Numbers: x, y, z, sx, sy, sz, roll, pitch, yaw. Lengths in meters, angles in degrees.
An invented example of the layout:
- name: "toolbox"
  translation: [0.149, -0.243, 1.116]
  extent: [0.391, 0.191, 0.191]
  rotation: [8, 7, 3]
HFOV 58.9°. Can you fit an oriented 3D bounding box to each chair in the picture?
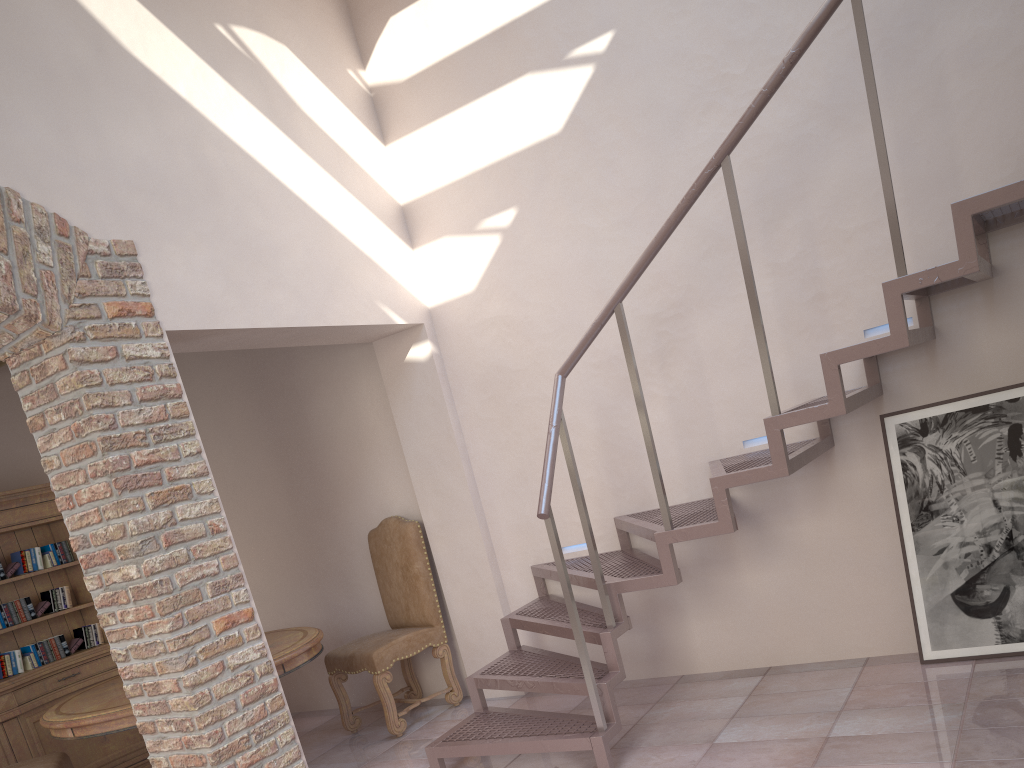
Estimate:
- name: "chair"
  translation: [-0.799, 1.477, 5.565]
  extent: [0.546, 1.289, 0.617]
  rotation: [-6, 12, 45]
- name: "chair"
  translation: [-2.546, 1.855, 4.392]
  extent: [0.630, 1.289, 0.534]
  rotation: [-17, 9, -19]

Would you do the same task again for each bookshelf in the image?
- name: "bookshelf"
  translation: [-3.218, 1.719, 5.439]
  extent: [0.491, 2.065, 1.945]
  rotation: [-8, 6, 31]

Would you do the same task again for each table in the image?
- name: "table"
  translation: [-1.707, 1.950, 5.099]
  extent: [1.524, 0.767, 1.484]
  rotation: [-15, -1, 6]

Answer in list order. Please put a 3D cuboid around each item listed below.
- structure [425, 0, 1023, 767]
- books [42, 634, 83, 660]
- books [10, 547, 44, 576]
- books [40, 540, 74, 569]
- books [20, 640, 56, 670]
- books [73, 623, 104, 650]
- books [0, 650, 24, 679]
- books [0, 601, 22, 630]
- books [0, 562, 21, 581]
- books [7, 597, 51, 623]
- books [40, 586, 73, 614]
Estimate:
- name: "structure"
  translation: [-0.266, -0.004, 1.231]
  extent: [3.826, 3.317, 6.937]
  rotation: [-13, 0, 31]
- name: "books"
  translation: [-2.937, 1.714, 5.949]
  extent: [0.124, 0.151, 0.217]
  rotation: [-12, 2, 31]
- name: "books"
  translation: [-3.103, 1.137, 5.806]
  extent: [0.124, 0.154, 0.156]
  rotation: [-11, 4, 31]
- name: "books"
  translation: [-3.010, 1.124, 5.965]
  extent: [0.137, 0.148, 0.175]
  rotation: [-12, 3, 29]
- name: "books"
  translation: [-3.038, 1.728, 5.781]
  extent: [0.137, 0.148, 0.175]
  rotation: [-12, 3, 29]
- name: "books"
  translation: [-2.847, 1.699, 6.102]
  extent: [0.124, 0.154, 0.156]
  rotation: [-11, 4, 31]
- name: "books"
  translation: [-3.130, 1.741, 5.622]
  extent: [0.124, 0.154, 0.156]
  rotation: [-11, 4, 31]
- name: "books"
  translation: [-3.174, 1.444, 5.620]
  extent: [0.137, 0.148, 0.175]
  rotation: [-12, 3, 29]
- name: "books"
  translation: [-3.192, 1.151, 5.653]
  extent: [0.124, 0.151, 0.217]
  rotation: [-12, 2, 31]
- name: "books"
  translation: [-3.073, 1.430, 5.788]
  extent: [0.124, 0.151, 0.217]
  rotation: [-12, 2, 31]
- name: "books"
  translation: [-2.983, 1.415, 5.941]
  extent: [0.124, 0.154, 0.156]
  rotation: [-11, 4, 31]
